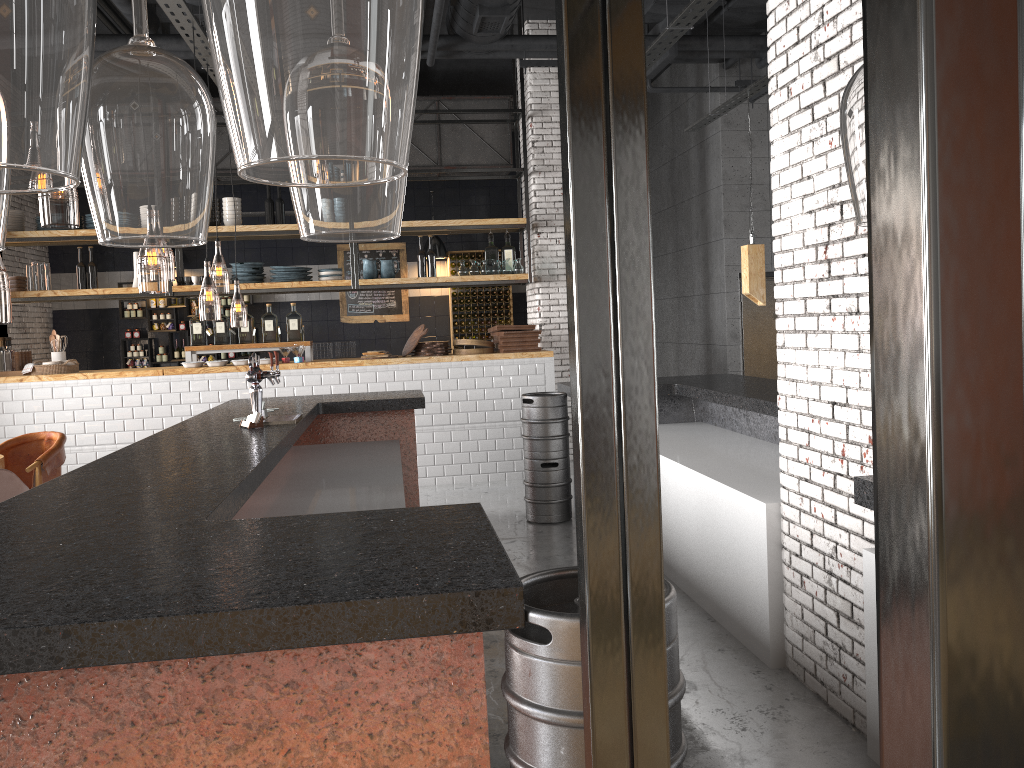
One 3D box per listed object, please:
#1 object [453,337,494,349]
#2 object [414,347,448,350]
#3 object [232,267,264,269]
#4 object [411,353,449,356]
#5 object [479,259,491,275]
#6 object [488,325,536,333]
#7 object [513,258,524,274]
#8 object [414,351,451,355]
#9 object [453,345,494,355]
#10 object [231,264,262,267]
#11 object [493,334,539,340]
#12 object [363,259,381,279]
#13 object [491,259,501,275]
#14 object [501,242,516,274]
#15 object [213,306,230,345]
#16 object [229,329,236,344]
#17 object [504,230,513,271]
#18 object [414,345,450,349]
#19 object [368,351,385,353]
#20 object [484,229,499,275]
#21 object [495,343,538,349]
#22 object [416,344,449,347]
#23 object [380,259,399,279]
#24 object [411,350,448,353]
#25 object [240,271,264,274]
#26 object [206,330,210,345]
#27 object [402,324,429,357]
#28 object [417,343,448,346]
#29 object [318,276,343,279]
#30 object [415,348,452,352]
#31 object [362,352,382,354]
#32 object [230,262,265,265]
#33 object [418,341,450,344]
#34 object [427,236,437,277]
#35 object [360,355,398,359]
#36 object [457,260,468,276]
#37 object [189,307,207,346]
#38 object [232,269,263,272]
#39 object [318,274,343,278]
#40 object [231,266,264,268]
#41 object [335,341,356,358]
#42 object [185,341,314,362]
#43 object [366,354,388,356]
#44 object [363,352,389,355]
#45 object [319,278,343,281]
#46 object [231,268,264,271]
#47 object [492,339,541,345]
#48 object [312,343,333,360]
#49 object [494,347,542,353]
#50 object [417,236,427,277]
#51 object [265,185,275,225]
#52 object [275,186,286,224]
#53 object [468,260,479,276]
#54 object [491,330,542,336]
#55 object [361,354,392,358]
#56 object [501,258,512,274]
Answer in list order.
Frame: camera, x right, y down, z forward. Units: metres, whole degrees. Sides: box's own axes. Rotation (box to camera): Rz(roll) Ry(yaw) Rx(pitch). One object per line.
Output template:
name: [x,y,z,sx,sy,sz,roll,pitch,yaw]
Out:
object: [-0.411,-0.440,9.441,0.437,0.154,0.440,1,5,39]
object: [-0.884,-0.375,9.402,0.407,0.019,0.458,-2,4,6]
object: [-2.828,-1.223,9.491,0.335,0.035,0.335,-5,5,-33]
object: [-0.846,-0.313,9.424,0.458,0.019,0.407,0,4,28]
object: [-0.295,-1.273,9.683,0.118,0.180,0.118,-1,3,25]
object: [-0.009,-0.583,9.412,0.406,0.094,0.637,-3,4,-10]
object: [0.068,-1.290,9.712,0.118,0.180,0.118,-2,3,16]
object: [-0.829,-0.330,9.418,0.407,0.019,0.458,-5,5,-35]
object: [-0.411,-0.372,9.440,0.437,0.097,0.437,-1,4,17]
object: [-2.828,-1.252,9.490,0.334,0.048,0.335,-4,4,-21]
object: [0.037,-0.501,9.486,0.405,0.044,0.636,-3,4,-7]
object: [-1.527,-1.242,9.668,0.198,0.230,0.166,-3,3,-1]
object: [-0.178,-1.280,9.713,0.118,0.180,0.118,-4,4,-31]
object: [-0.041,-1.407,9.917,0.157,0.405,0.106,-3,3,-4]
object: [-3.007,-0.608,9.183,0.154,0.404,0.154,-3,3,-8]
object: [-2.888,-0.491,9.148,0.039,0.163,0.077,0,4,37]
object: [-0.044,-1.482,9.909,0.140,0.549,0.097,-3,3,-4]
object: [-0.871,-0.392,9.415,0.407,0.019,0.458,0,5,35]
object: [-1.385,-0.336,9.151,0.184,0.011,0.254,-1,4,14]
object: [-0.228,-1.470,9.874,0.157,0.553,0.106,-3,3,-4]
object: [0.041,-0.413,9.490,0.405,0.044,0.636,-3,4,-5]
object: [-0.846,-0.410,9.419,0.458,0.019,0.407,0,5,35]
object: [-1.349,-1.251,9.679,0.166,0.230,0.198,-5,4,-37]
object: [-0.852,-0.345,9.422,0.458,0.019,0.407,-1,4,21]
object: [-2.827,-1.182,9.493,0.334,0.039,0.335,-3,4,-8]
object: [-3.122,-0.477,9.099,0.032,0.163,0.080,-4,4,-36]
object: [-1.019,-0.454,9.285,0.242,0.338,0.488,-4,4,-22]
object: [-0.852,-0.425,9.419,0.458,0.019,0.407,-1,4,26]
object: [-1.968,-1.146,9.613,0.263,0.037,0.263,-5,5,-34]
object: [-0.860,-0.361,9.420,0.458,0.019,0.407,-6,5,-39]
object: [-1.433,-0.328,9.213,0.172,0.010,0.369,-2,4,2]
object: [-2.830,-1.271,9.488,0.373,0.050,0.373,-1,4,14]
object: [-0.871,-0.440,9.414,0.407,0.019,0.458,1,5,39]
object: [-0.889,-1.397,9.768,0.098,0.470,0.098,-2,3,0]
object: [-1.365,-0.281,9.276,0.407,0.019,0.458,0,5,34]
object: [-0.541,-1.262,9.678,0.118,0.180,0.118,-5,4,-44]
object: [-3.238,-0.597,9.160,0.154,0.404,0.154,-3,3,-8]
object: [-2.826,-1.196,9.494,0.335,0.052,0.334,0,4,30]
object: [-1.969,-1.164,9.613,0.265,0.038,0.265,-1,4,15]
object: [-2.829,-1.238,9.490,0.335,0.036,0.335,-4,4,-18]
object: [-1.751,-0.361,9.314,0.181,0.168,0.170,-4,4,-28]
object: [-2.715,-0.147,9.251,1.250,0.551,0.315,-3,3,-8]
object: [-1.424,-0.309,9.307,0.215,0.013,0.521,-3,4,-12]
object: [-1.416,-0.324,9.309,0.230,0.016,0.557,-3,4,-2]
object: [-1.966,-1.123,9.615,0.263,0.026,0.263,0,4,27]
object: [-2.827,-1.211,9.494,0.334,0.052,0.334,-2,4,9]
object: [0.039,-0.457,9.488,0.405,0.044,0.636,-3,4,-11]
object: [-1.964,-0.343,9.193,0.181,0.168,0.170,-2,3,2]
object: [0.043,-0.369,9.492,0.405,0.044,0.636,-3,4,-12]
object: [-0.996,-1.392,9.753,0.098,0.470,0.098,-3,3,-20]
object: [-2.585,-1.905,9.448,0.098,0.470,0.098,-2,3,15]
object: [-2.478,-1.911,9.463,0.098,0.470,0.098,-2,3,15]
object: [-0.418,-1.267,9.676,0.118,0.180,0.118,0,4,42]
object: [0.035,-0.545,9.484,0.405,0.044,0.636,-3,4,-14]
object: [-1.417,-0.298,9.314,0.276,0.019,0.514,-3,4,-3]
object: [-0.060,-1.287,9.747,0.118,0.180,0.118,-4,3,-24]
